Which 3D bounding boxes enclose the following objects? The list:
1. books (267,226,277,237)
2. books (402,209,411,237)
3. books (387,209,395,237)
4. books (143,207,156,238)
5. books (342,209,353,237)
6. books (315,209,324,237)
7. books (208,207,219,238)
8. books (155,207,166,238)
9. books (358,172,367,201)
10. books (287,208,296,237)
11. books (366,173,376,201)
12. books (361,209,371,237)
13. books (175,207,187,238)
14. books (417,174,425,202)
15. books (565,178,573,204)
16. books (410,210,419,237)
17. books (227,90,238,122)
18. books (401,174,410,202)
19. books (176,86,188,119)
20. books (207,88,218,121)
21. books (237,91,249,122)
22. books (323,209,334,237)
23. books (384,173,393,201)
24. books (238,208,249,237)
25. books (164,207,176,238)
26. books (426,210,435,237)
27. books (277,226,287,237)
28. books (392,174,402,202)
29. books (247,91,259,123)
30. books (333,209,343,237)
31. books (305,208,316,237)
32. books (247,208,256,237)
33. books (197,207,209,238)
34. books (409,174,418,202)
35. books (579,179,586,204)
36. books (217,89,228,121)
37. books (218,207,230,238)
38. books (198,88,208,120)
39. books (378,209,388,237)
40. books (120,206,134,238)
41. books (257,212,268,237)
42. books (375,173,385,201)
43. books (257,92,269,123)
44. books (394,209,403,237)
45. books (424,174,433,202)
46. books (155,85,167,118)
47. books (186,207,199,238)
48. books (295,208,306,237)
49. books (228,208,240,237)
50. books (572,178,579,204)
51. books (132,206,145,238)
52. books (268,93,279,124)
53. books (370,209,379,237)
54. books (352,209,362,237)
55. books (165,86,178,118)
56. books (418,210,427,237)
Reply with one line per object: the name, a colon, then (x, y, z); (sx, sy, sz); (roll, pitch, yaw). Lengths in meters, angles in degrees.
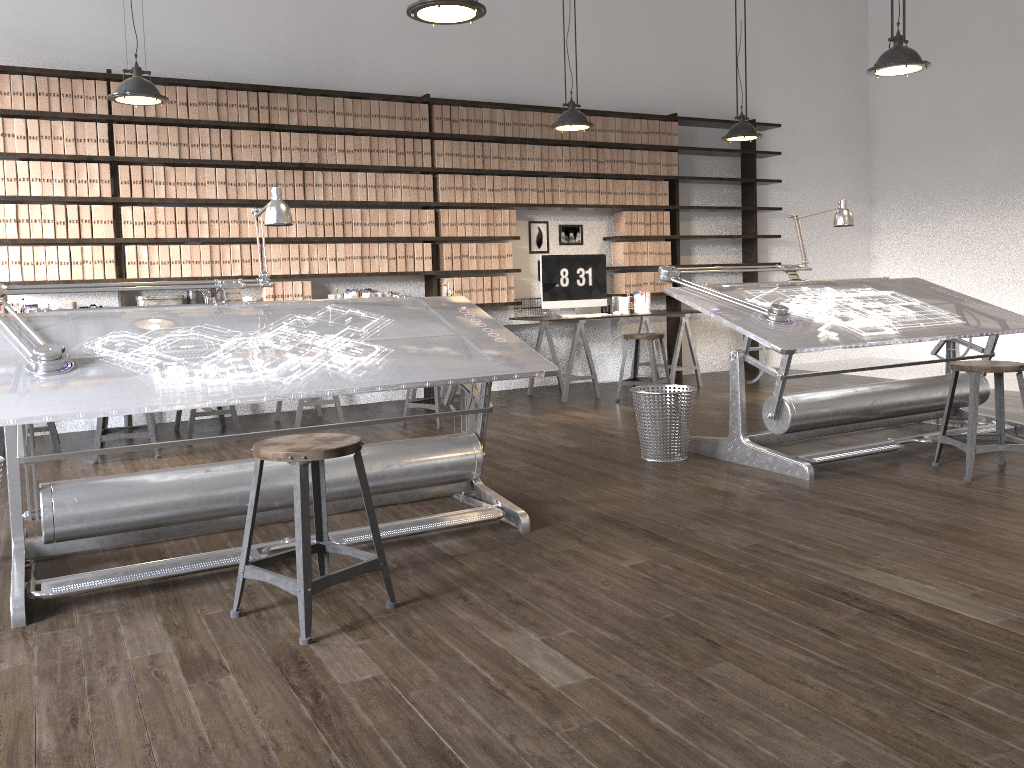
books: (-1.791, -1.180, 6.545); (0.067, 0.225, 0.175); (-4, 5, -28)
books: (-0.866, -1.267, 7.036); (0.067, 0.225, 0.175); (-4, 5, -28)
books: (-0.982, -1.256, 6.978); (0.067, 0.225, 0.175); (-4, 5, -28)
books: (-2.519, -1.110, 6.148); (0.067, 0.225, 0.175); (-4, 5, -28)
books: (-1.288, -1.228, 6.816); (0.067, 0.225, 0.175); (-4, 5, -28)
books: (-1.485, -1.209, 6.708); (0.067, 0.225, 0.175); (-4, 5, -28)
books: (-2.153, -1.146, 6.352); (0.067, 0.225, 0.175); (-4, 5, -28)
books: (-2.466, -1.116, 6.182); (0.067, 0.225, 0.175); (-4, 5, -28)
books: (-1.185, -1.513, 6.854); (0.067, 0.225, 0.175); (-4, 5, -28)
books: (-1.667, -1.191, 6.609); (0.067, 0.225, 0.175); (-4, 5, -28)
books: (-1.121, -1.519, 6.886); (0.067, 0.225, 0.175); (-4, 5, -28)
books: (-1.163, -1.239, 6.882); (0.067, 0.225, 0.175); (-4, 5, -28)
books: (-2.341, -1.128, 6.245); (0.067, 0.225, 0.175); (-4, 5, -28)
books: (-0.760, -1.553, 7.083); (0.067, 0.225, 0.175); (-4, 5, -28)
books: (0.456, -1.674, 7.733); (0.067, 0.225, 0.175); (-4, 5, -28)
books: (-0.806, -1.273, 7.072); (0.067, 0.225, 0.175); (-4, 5, -28)
books: (-2.027, -1.985, 6.379); (0.067, 0.225, 0.175); (-4, 5, -28)
books: (-0.871, -1.542, 7.018); (0.067, 0.225, 0.175); (-4, 5, -28)
books: (-2.324, -1.956, 6.215); (0.067, 0.225, 0.175); (-4, 5, -28)
books: (-2.146, -1.973, 6.309); (0.067, 0.225, 0.175); (-4, 5, -28)
books: (-1.963, -1.990, 6.409); (0.067, 0.225, 0.175); (-4, 5, -28)
books: (-1.419, -1.215, 6.746); (0.067, 0.225, 0.175); (-4, 5, -28)
books: (-1.000, -1.531, 6.957); (0.067, 0.225, 0.175); (-4, 5, -28)
books: (-1.972, -1.163, 6.447); (0.067, 0.225, 0.175); (-4, 5, -28)
books: (-2.409, -1.122, 6.215); (0.067, 0.225, 0.175); (-4, 5, -28)
books: (-0.685, -1.283, 7.132); (0.067, 0.225, 0.175); (-4, 5, -28)
books: (-1.730, -1.186, 6.579); (0.067, 0.225, 0.175); (-4, 5, -28)
books: (-0.937, -1.537, 6.987); (0.067, 0.225, 0.175); (-4, 5, -28)
books: (-1.902, -1.996, 6.447); (0.067, 0.225, 0.175); (-4, 5, -28)
books: (-1.351, -1.221, 6.776); (0.067, 0.225, 0.175); (-4, 5, -28)
books: (-1.538, -1.203, 6.674); (0.067, 0.225, 0.175); (-4, 5, -28)
books: (-1.916, -1.168, 6.476); (0.067, 0.225, 0.175); (-4, 5, -28)
books: (-2.213, -1.140, 6.315); (0.067, 0.225, 0.175); (-4, 5, -28)
books: (-0.813, -1.548, 7.049); (0.067, 0.225, 0.175); (-4, 5, -28)
books: (0.578, -1.686, 7.801); (0.067, 0.225, 0.175); (-4, 5, -28)
books: (-2.089, -1.979, 6.346); (0.067, 0.225, 0.175); (-4, 5, -28)
books: (-2.090, -1.152, 6.385); (0.067, 0.225, 0.175); (-4, 5, -28)
books: (-2.207, -1.968, 6.282); (0.067, 0.225, 0.175); (-4, 5, -28)
books: (-1.038, -1.250, 6.942); (0.067, 0.225, 0.175); (-4, 5, -28)
books: (-2.648, -1.099, 6.083); (0.067, 0.225, 0.175); (-4, 5, -28)
books: (-1.851, -1.174, 6.508); (0.067, 0.225, 0.175); (-4, 5, -28)
books: (-1.061, -1.525, 6.923); (0.067, 0.225, 0.175); (-4, 5, -28)
books: (-1.834, -2.002, 6.477); (0.067, 0.225, 0.175); (-4, 5, -28)
books: (-0.925, -1.261, 7.006); (0.067, 0.225, 0.175); (-4, 5, -28)
books: (-0.698, -1.559, 7.117); (0.067, 0.225, 0.175); (-4, 5, -28)
books: (-2.450, -1.945, 6.154); (0.067, 0.225, 0.175); (-4, 5, -28)
books: (-2.278, -1.134, 6.285); (0.067, 0.225, 0.175); (-4, 5, -28)
books: (-1.602, -1.197, 6.640); (0.067, 0.225, 0.175); (-4, 5, -28)
books: (-2.028, -1.157, 6.412); (0.067, 0.225, 0.175); (-4, 5, -28)
books: (0.516, -1.680, 7.769); (0.067, 0.225, 0.175); (-4, 5, -28)
books: (-2.583, -1.105, 6.114); (0.067, 0.225, 0.175); (-4, 5, -28)
books: (-1.771, -2.009, 6.517); (0.067, 0.225, 0.175); (-4, 5, -28)
books: (-1.100, -1.245, 6.916); (0.067, 0.225, 0.175); (-4, 5, -28)
books: (-1.223, -1.233, 6.845); (0.067, 0.225, 0.175); (-4, 5, -28)
books: (-2.388, -1.951, 6.185); (0.067, 0.225, 0.175); (-4, 5, -28)
books: (-0.746, -1.279, 7.107); (0.067, 0.225, 0.175); (-4, 5, -28)
